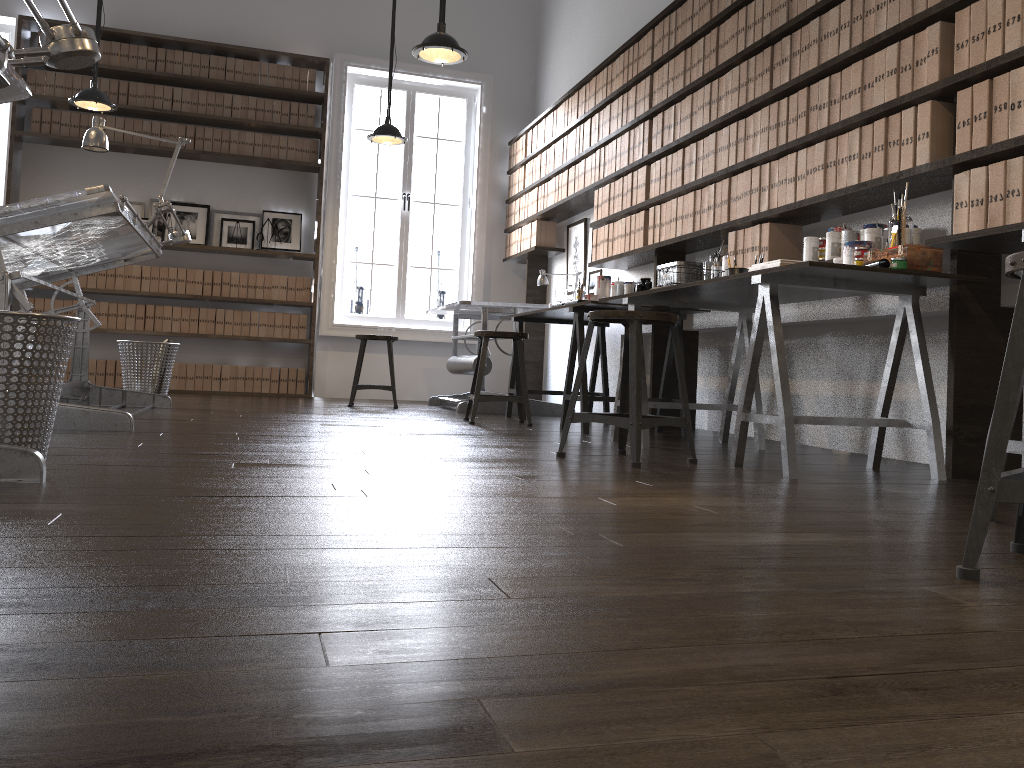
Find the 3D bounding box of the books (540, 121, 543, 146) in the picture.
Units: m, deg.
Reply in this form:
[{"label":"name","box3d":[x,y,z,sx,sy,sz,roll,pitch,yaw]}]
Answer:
[{"label":"books","box3d":[0.326,-2.063,7.362,0.174,0.226,0.066,3,-2,-16]}]

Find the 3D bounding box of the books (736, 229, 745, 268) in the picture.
[{"label":"books","box3d":[1.167,-0.620,4.241,0.174,0.226,0.066,3,-2,-16]}]

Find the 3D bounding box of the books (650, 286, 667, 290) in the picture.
[{"label":"books","box3d":[0.756,-0.399,3.824,0.256,0.029,0.354,2,1,-16]}]

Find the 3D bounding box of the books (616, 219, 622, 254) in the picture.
[{"label":"books","box3d":[0.763,-0.929,5.658,0.174,0.226,0.066,3,-2,-16]}]

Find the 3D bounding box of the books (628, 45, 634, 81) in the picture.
[{"label":"books","box3d":[0.833,-2.020,5.633,0.174,0.226,0.066,3,-2,-16]}]

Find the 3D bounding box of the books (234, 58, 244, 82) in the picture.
[{"label":"books","box3d":[-2.395,-2.715,7.771,0.066,0.226,0.174,3,-1,-16]}]

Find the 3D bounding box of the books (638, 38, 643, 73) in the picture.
[{"label":"books","box3d":[0.877,-2.017,5.496,0.174,0.226,0.066,3,-2,-16]}]

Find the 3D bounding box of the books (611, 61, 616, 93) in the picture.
[{"label":"books","box3d":[0.758,-2.027,5.901,0.174,0.226,0.066,3,-2,-16]}]

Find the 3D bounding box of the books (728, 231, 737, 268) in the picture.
[{"label":"books","box3d":[1.142,-0.621,4.304,0.174,0.226,0.067,3,-2,-16]}]

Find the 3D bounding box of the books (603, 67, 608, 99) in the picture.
[{"label":"books","box3d":[0.713,-2.030,6.033,0.174,0.226,0.067,3,-2,-16]}]

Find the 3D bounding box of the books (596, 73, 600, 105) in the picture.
[{"label":"books","box3d":[0.678,-2.033,6.164,0.174,0.226,0.066,3,-2,-16]}]

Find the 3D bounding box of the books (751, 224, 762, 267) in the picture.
[{"label":"books","box3d":[1.203,-0.616,4.104,0.174,0.226,0.066,3,-2,-16]}]

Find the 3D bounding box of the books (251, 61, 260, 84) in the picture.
[{"label":"books","box3d":[-2.262,-2.709,7.812,0.066,0.226,0.174,3,-1,-16]}]

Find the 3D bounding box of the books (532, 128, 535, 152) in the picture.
[{"label":"books","box3d":[0.267,-2.068,7.566,0.174,0.226,0.066,3,-2,-16]}]

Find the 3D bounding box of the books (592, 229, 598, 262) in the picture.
[{"label":"books","box3d":[0.643,-0.939,6.052,0.174,0.226,0.067,3,-2,-16]}]

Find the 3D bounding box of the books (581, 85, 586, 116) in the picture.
[{"label":"books","box3d":[0.597,-2.040,6.428,0.174,0.226,0.066,3,-2,-16]}]

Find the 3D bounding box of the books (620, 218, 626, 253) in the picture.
[{"label":"books","box3d":[0.780,-0.927,5.588,0.174,0.226,0.066,3,-2,-16]}]

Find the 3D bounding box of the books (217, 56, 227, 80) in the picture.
[{"label":"books","box3d":[-2.533,-2.720,7.727,0.067,0.226,0.174,3,-1,-16]}]

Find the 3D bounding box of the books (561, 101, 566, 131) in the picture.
[{"label":"books","box3d":[0.476,-2.050,6.831,0.174,0.226,0.066,3,-2,-16]}]

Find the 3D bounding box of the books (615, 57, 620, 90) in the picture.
[{"label":"books","box3d":[0.774,-2.025,5.833,0.174,0.226,0.066,3,-2,-16]}]

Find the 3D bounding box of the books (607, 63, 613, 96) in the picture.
[{"label":"books","box3d":[0.736,-2.029,5.967,0.174,0.226,0.066,3,-2,-16]}]

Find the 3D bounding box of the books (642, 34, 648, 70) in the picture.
[{"label":"books","box3d":[0.893,-2.015,5.428,0.174,0.226,0.066,3,-2,-16]}]

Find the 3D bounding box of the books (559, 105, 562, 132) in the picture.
[{"label":"books","box3d":[0.459,-2.052,6.902,0.174,0.226,0.066,3,-2,-16]}]

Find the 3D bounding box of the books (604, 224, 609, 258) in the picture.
[{"label":"books","box3d":[0.702,-0.934,5.859,0.174,0.226,0.067,3,-2,-16]}]

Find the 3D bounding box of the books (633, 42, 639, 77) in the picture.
[{"label":"books","box3d":[0.855,-2.018,5.562,0.174,0.226,0.066,3,-2,-16]}]

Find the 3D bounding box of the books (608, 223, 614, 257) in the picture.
[{"label":"books","box3d":[0.725,-0.932,5.792,0.174,0.226,0.066,3,-2,-16]}]

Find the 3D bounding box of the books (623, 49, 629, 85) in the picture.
[{"label":"books","box3d":[0.811,-2.022,5.693,0.174,0.226,0.067,3,-2,-16]}]

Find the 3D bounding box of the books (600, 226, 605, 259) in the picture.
[{"label":"books","box3d":[0.683,-0.935,5.929,0.174,0.226,0.066,3,-2,-16]}]

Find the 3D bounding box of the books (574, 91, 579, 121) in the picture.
[{"label":"books","box3d":[0.555,-2.044,6.568,0.174,0.226,0.067,3,-2,-16]}]

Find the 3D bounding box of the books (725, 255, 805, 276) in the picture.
[{"label":"books","box3d":[1.040,-0.438,3.495,0.385,0.148,0.294,3,0,-16]}]

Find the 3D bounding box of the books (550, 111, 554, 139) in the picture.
[{"label":"books","box3d":[0.398,-2.057,7.102,0.174,0.226,0.067,3,-2,-16]}]

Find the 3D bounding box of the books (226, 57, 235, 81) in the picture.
[{"label":"books","box3d":[-2.464,-2.717,7.747,0.066,0.226,0.174,3,-1,-16]}]

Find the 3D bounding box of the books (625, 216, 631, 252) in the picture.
[{"label":"books","box3d":[0.800,-0.925,5.518,0.174,0.226,0.067,3,-2,-16]}]

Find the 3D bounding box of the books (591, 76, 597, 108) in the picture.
[{"label":"books","box3d":[0.654,-2.035,6.227,0.174,0.226,0.067,3,-2,-16]}]

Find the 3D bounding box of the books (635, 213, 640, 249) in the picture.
[{"label":"books","box3d":[0.843,-0.922,5.397,0.174,0.226,0.066,3,-2,-16]}]

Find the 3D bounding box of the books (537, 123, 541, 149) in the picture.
[{"label":"books","box3d":[0.306,-2.065,7.430,0.174,0.226,0.066,3,-2,-16]}]

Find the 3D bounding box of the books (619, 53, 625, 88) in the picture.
[{"label":"books","box3d":[0.791,-2.024,5.762,0.174,0.226,0.066,3,-2,-16]}]

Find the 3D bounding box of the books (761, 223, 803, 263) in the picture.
[{"label":"books","box3d":[1.228,-0.614,4.037,0.174,0.226,0.066,3,-2,-16]}]

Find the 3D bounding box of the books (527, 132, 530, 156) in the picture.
[{"label":"books","box3d":[0.224,-2.072,7.709,0.174,0.226,0.066,3,-2,-16]}]

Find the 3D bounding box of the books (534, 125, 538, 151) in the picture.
[{"label":"books","box3d":[0.282,-2.067,7.497,0.174,0.226,0.066,3,-2,-16]}]

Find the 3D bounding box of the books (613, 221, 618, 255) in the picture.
[{"label":"books","box3d":[0.747,-0.930,5.726,0.174,0.226,0.066,3,-2,-16]}]

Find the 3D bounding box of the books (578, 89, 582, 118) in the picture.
[{"label":"books","box3d":[0.581,-2.042,6.497,0.174,0.226,0.066,3,-2,-16]}]

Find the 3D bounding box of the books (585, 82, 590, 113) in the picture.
[{"label":"books","box3d":[0.621,-2.038,6.361,0.174,0.226,0.066,3,-2,-16]}]

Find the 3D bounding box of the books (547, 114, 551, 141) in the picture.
[{"label":"books","box3d":[0.379,-2.058,7.172,0.174,0.226,0.066,3,-2,-16]}]

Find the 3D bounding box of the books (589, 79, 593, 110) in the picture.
[{"label":"books","box3d":[0.641,-2.037,6.293,0.174,0.226,0.066,3,-2,-16]}]

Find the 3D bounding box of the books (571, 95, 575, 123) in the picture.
[{"label":"books","box3d":[0.539,-2.045,6.640,0.174,0.226,0.066,3,-2,-16]}]

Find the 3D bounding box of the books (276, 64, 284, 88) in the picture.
[{"label":"books","box3d":[-2.065,-2.701,7.869,0.066,0.226,0.174,3,-1,-16]}]

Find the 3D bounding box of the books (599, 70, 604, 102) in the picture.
[{"label":"books","box3d":[0.694,-2.032,6.103,0.174,0.226,0.066,3,-2,-16]}]

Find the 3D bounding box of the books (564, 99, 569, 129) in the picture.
[{"label":"books","box3d":[0.496,-2.048,6.762,0.174,0.226,0.067,3,-2,-16]}]

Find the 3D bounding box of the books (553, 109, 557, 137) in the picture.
[{"label":"books","box3d":[0.421,-2.055,7.036,0.174,0.226,0.066,3,-2,-16]}]

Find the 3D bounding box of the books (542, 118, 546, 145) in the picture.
[{"label":"books","box3d":[0.340,-2.062,7.296,0.174,0.226,0.067,3,-2,-16]}]

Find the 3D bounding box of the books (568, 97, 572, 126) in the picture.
[{"label":"books","box3d":[0.519,-2.047,6.702,0.174,0.226,0.066,3,-2,-16]}]

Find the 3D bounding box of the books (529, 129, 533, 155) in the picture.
[{"label":"books","box3d":[0.240,-2.070,7.637,0.174,0.226,0.067,3,-2,-16]}]

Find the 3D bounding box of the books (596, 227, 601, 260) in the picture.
[{"label":"books","box3d":[0.667,-0.937,5.989,0.174,0.226,0.066,3,-2,-16]}]

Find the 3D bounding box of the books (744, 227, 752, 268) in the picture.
[{"label":"books","box3d":[1.187,-0.618,4.173,0.174,0.226,0.066,3,-2,-16]}]

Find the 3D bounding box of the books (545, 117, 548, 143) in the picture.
[{"label":"books","box3d":[0.363,-2.060,7.233,0.174,0.226,0.066,3,-2,-16]}]

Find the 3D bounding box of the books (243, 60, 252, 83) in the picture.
[{"label":"books","box3d":[-2.330,-2.712,7.794,0.066,0.226,0.174,3,-1,-16]}]

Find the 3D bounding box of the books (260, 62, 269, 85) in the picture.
[{"label":"books","box3d":[-2.194,-2.706,7.828,0.067,0.226,0.174,3,-1,-16]}]

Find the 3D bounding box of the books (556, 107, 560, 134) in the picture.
[{"label":"books","box3d":[0.443,-2.053,6.970,0.174,0.226,0.066,3,-2,-16]}]

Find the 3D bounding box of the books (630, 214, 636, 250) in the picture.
[{"label":"books","box3d":[0.822,-0.924,5.459,0.174,0.226,0.066,3,-2,-16]}]
